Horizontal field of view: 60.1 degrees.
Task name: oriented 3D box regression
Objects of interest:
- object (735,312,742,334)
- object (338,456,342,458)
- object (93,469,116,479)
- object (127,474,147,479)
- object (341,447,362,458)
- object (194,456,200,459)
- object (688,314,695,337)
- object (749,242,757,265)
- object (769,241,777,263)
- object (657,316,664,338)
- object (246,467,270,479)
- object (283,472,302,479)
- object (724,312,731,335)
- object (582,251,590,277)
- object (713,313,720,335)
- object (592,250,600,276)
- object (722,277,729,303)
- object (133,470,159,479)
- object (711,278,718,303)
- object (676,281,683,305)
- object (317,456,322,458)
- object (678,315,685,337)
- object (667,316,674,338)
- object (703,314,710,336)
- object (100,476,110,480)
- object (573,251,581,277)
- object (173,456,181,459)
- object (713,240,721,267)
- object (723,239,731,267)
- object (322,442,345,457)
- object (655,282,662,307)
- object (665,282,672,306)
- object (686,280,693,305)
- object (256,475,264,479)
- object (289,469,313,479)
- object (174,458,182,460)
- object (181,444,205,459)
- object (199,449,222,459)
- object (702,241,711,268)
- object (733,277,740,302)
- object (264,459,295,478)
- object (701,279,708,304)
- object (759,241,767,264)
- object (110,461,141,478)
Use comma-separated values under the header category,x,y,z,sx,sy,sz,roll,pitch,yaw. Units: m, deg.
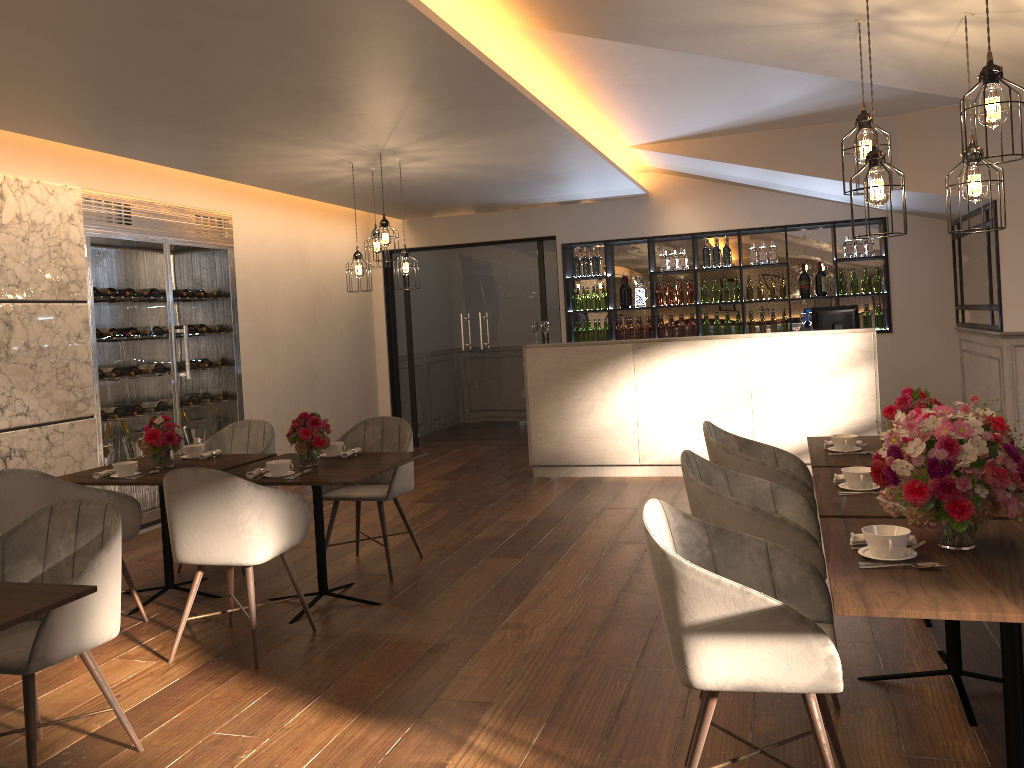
category,x,y,z,sx,sy,sz,roll,pitch,yaw
object,2.367,-0.629,9.266,0.065,0.261,0.066,-3,1,-4
object,-0.926,0.390,4.918,0.025,0.024,0.193,-3,4,17
object,-2.130,0.470,4.665,0.056,0.039,0.176,-2,4,17
object,-1.938,0.479,4.634,0.022,0.004,0.211,-2,4,17
object,-0.891,0.381,4.917,0.056,0.039,0.176,-2,4,17
object,-1.802,0.421,5.191,0.025,0.024,0.193,-3,4,17
object,1.906,-0.613,9.409,0.065,0.261,0.066,-3,1,-4
object,2.496,-1.351,9.172,0.070,0.235,0.041,-3,1,17
object,2.688,-1.358,9.113,0.070,0.235,0.041,-3,1,17
object,1.590,-0.601,9.508,0.065,0.261,0.066,-3,1,-4
object,-1.254,0.438,4.393,0.056,0.039,0.176,-2,4,17
object,-1.062,0.447,4.361,0.022,0.004,0.211,-2,4,17
object,2.261,-0.625,9.299,0.065,0.261,0.066,-3,1,-4
object,0.810,-1.329,9.695,0.075,0.310,0.075,-4,1,-29
object,2.156,-0.621,9.332,0.065,0.261,0.066,-3,1,-4
object,0.910,-1.333,9.665,0.075,0.310,0.075,-4,1,-26
object,2.240,-0.988,9.295,0.065,0.263,0.066,-3,1,-4
object,-1.914,0.472,4.619,0.043,0.015,0.198,-2,4,21
object,2.135,-0.984,9.328,0.065,0.263,0.066,-3,1,-4
object,1.780,-0.971,9.438,0.065,0.261,0.066,-3,1,-4
object,-1.080,0.407,4.949,0.022,0.004,0.211,-2,4,17
object,1.801,-0.609,9.442,0.065,0.261,0.066,-3,1,-4
object,1.696,-0.605,9.475,0.065,0.261,0.066,-3,1,-4
object,2.050,-0.618,9.365,0.065,0.261,0.066,-3,1,-4
object,-2.094,0.475,4.664,0.025,0.024,0.193,-3,4,17
object,0.711,-1.326,9.726,0.075,0.310,0.075,-3,1,43
object,-1.981,0.433,5.237,0.043,0.015,0.198,-2,4,21
object,2.142,-1.377,9.281,0.075,0.310,0.075,-3,1,28
object,2.242,-1.380,9.250,0.075,0.310,0.075,-3,1,28
object,-1.000,0.368,4.951,0.148,0.072,0.148,0,4,40
object,1.569,-0.963,9.504,0.065,0.261,0.066,-3,1,-4
object,1.675,-0.967,9.471,0.065,0.261,0.066,-3,1,-4
object,1.885,-0.974,9.405,0.065,0.261,0.066,-3,1,-4
object,-1.218,0.443,4.392,0.025,0.024,0.193,-3,4,17
object,-1.031,0.441,4.344,0.043,0.015,0.198,-2,4,14
object,-1.957,0.439,5.222,0.022,0.004,0.211,-2,4,17
object,-1.877,0.399,5.223,0.148,0.072,0.148,0,4,40
object,-1.767,0.412,5.190,0.056,0.039,0.176,-2,4,17
object,2.043,-1.373,9.312,0.075,0.310,0.075,-4,1,-40
object,2.346,-0.992,9.262,0.065,0.263,0.066,-3,1,-4
object,-1.146,0.418,4.359,0.148,0.072,0.148,-5,4,-30
object,2.030,-0.979,9.360,0.065,0.261,0.066,-3,1,-4
object,2.592,-1.355,9.142,0.070,0.235,0.041,-3,1,17
object,-2.022,0.449,4.632,0.148,0.072,0.148,-5,4,-30
